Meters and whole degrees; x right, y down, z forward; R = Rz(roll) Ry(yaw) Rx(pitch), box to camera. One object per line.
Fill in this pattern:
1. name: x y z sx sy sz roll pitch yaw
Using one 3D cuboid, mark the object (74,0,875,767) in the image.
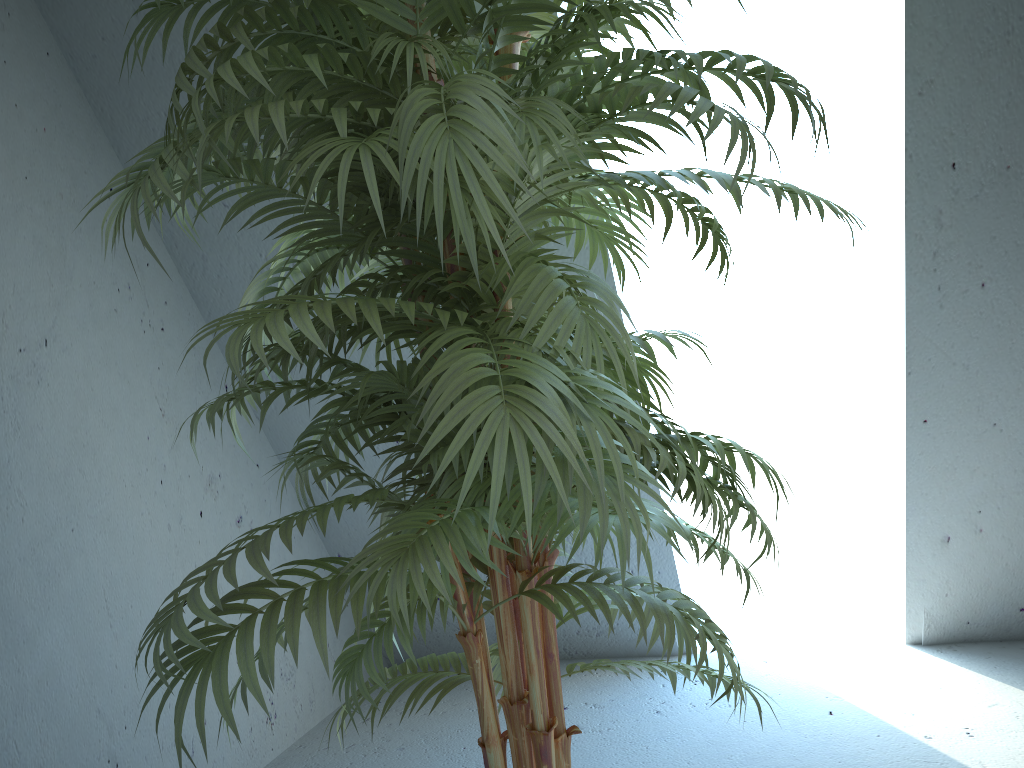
1. object: -0.055 -0.077 1.246 0.980 2.034 1.020 -6 -2 -27
